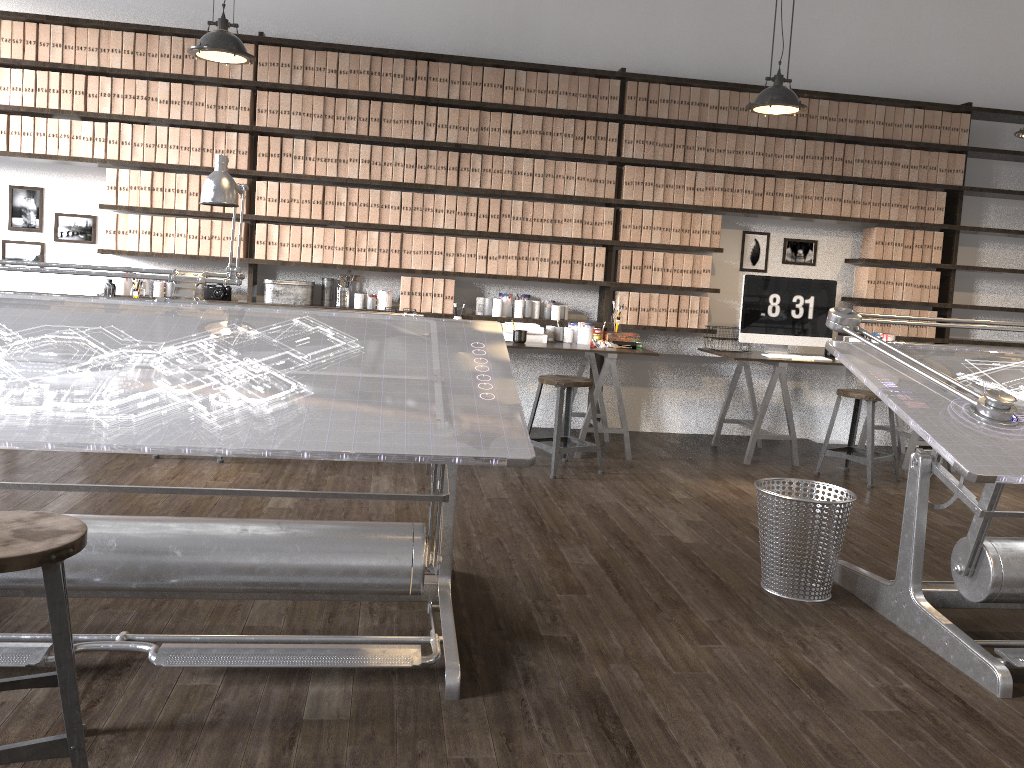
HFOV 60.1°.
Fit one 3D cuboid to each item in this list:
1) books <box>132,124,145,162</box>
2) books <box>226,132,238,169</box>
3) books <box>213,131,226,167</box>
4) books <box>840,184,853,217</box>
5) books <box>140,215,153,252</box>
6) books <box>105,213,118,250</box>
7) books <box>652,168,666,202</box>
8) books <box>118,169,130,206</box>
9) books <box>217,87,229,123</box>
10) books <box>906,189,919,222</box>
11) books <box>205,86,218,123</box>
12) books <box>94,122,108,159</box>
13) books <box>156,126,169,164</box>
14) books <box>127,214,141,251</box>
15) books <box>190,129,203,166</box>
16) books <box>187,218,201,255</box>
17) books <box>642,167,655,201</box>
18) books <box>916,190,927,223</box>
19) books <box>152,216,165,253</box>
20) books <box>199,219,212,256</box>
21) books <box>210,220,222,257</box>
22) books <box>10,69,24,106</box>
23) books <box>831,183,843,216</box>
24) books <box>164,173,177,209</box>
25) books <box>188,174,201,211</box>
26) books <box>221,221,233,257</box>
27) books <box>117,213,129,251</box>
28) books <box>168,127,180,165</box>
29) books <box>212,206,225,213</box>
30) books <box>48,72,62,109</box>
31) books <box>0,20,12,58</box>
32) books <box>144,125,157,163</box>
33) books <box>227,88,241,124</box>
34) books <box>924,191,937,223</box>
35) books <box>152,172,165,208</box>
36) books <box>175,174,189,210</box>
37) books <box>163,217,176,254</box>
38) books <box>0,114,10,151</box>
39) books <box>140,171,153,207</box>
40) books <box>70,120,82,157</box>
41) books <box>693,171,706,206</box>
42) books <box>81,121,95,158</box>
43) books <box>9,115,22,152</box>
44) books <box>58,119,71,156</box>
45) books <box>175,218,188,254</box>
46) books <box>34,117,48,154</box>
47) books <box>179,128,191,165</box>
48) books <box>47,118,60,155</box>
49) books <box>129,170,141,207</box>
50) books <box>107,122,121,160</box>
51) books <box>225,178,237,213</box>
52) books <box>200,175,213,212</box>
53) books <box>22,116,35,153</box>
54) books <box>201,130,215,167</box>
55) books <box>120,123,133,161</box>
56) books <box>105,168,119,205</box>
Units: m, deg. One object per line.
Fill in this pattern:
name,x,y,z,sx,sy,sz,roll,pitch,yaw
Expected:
books,-2.298,-1.484,5.501,0.066,0.225,0.175,3,5,-8
books,-1.752,-1.458,5.573,0.066,0.225,0.175,3,5,-8
books,-1.823,-1.462,5.567,0.066,0.225,0.175,3,5,-8
books,2.282,-1.266,6.140,0.066,0.225,0.175,3,5,-8
books,-2.269,-0.937,5.543,0.067,0.225,0.175,3,5,-8
books,-2.469,-0.946,5.513,0.067,0.225,0.175,3,5,-8
books,0.967,-1.329,5.958,0.066,0.225,0.175,3,5,-8
books,-2.387,-1.212,5.506,0.066,0.224,0.175,3,5,-8
books,-1.796,-1.727,5.548,0.066,0.224,0.175,3,5,-8
books,2.761,-1.244,6.208,0.067,0.225,0.175,3,5,-8
books,-1.861,-1.729,5.534,0.067,0.225,0.175,3,5,-8
books,-2.516,-1.487,5.465,0.067,0.225,0.175,3,5,-8
books,-2.159,-1.477,5.515,0.067,0.225,0.175,3,5,-8
books,-2.341,-0.941,5.535,0.066,0.224,0.175,3,5,-8
books,-1.959,-1.467,5.542,0.067,0.225,0.175,3,5,-8
books,-1.990,-0.924,5.581,0.066,0.225,0.175,3,5,-8
books,0.896,-1.332,5.945,0.066,0.225,0.175,3,5,-8
books,2.827,-1.241,6.223,0.066,0.225,0.175,3,5,-8
books,-2.200,-0.934,5.556,0.066,0.225,0.175,3,5,-8
books,-1.918,-0.920,5.591,0.067,0.225,0.175,3,5,-8
books,-1.856,-0.918,5.604,0.066,0.224,0.175,3,5,-8
books,-2.974,-1.782,5.380,0.066,0.225,0.175,3,5,-8
books,2.211,-1.270,6.130,0.067,0.225,0.175,3,5,-8
books,-2.123,-1.200,5.547,0.066,0.225,0.175,3,5,-8
books,-1.982,-1.194,5.567,0.066,0.225,0.175,3,5,-8
books,-1.792,-0.915,5.615,0.066,0.224,0.175,3,5,-8
books,-2.403,-0.944,5.527,0.066,0.224,0.175,3,5,-8
books,-2.087,-1.474,5.527,0.066,0.224,0.175,3,5,-8
books,-1.835,-1.187,5.588,0.066,0.224,0.175,3,5,-8
books,-2.768,-1.773,5.410,0.066,0.224,0.175,3,5,-8
books,-3.023,-2.060,5.352,0.066,0.224,0.175,3,5,-8
books,-2.229,-1.481,5.509,0.066,0.225,0.175,3,5,-8
books,-1.733,-1.724,5.555,0.066,0.224,0.175,3,5,-8
books,2.897,-1.238,6.233,0.066,0.225,0.175,3,5,-8
books,-2.193,-1.203,5.537,0.066,0.225,0.175,3,5,-8
books,-2.052,-1.196,5.552,0.066,0.225,0.175,3,5,-8
books,-2.131,-0.931,5.568,0.066,0.225,0.175,3,5,-8
books,-3.067,-1.513,5.387,0.067,0.225,0.175,3,5,-8
books,-2.259,-1.206,5.521,0.067,0.225,0.175,3,5,-8
books,-2.650,-1.494,5.449,0.066,0.224,0.175,3,5,-8
books,1.246,-1.315,5.997,0.066,0.224,0.175,3,5,-8
books,-2.588,-1.490,5.457,0.066,0.224,0.175,3,5,-8
books,-2.993,-1.510,5.403,0.066,0.225,0.175,3,5,-8
books,-2.715,-1.496,5.435,0.067,0.225,0.175,3,5,-8
books,-2.062,-0.928,5.574,0.066,0.225,0.175,3,5,-8
books,-2.853,-1.503,5.422,0.066,0.225,0.175,3,5,-8
books,-2.025,-1.471,5.537,0.066,0.224,0.175,3,5,-8
books,-2.783,-1.500,5.432,0.066,0.225,0.175,3,5,-8
books,-2.325,-1.210,5.517,0.066,0.224,0.175,3,5,-8
books,-2.438,-1.490,5.474,0.066,0.225,0.175,3,5,-8
books,-1.760,-1.183,5.596,0.066,0.224,0.175,3,5,-8
books,-1.908,-1.189,5.572,0.067,0.225,0.175,3,5,-8
books,-2.922,-1.506,5.408,0.066,0.225,0.175,3,5,-8
books,-1.893,-1.465,5.557,0.066,0.225,0.175,3,5,-8
books,-2.366,-1.487,5.487,0.066,0.225,0.175,3,5,-8
books,-2.459,-1.215,5.494,0.067,0.225,0.175,3,5,-8
